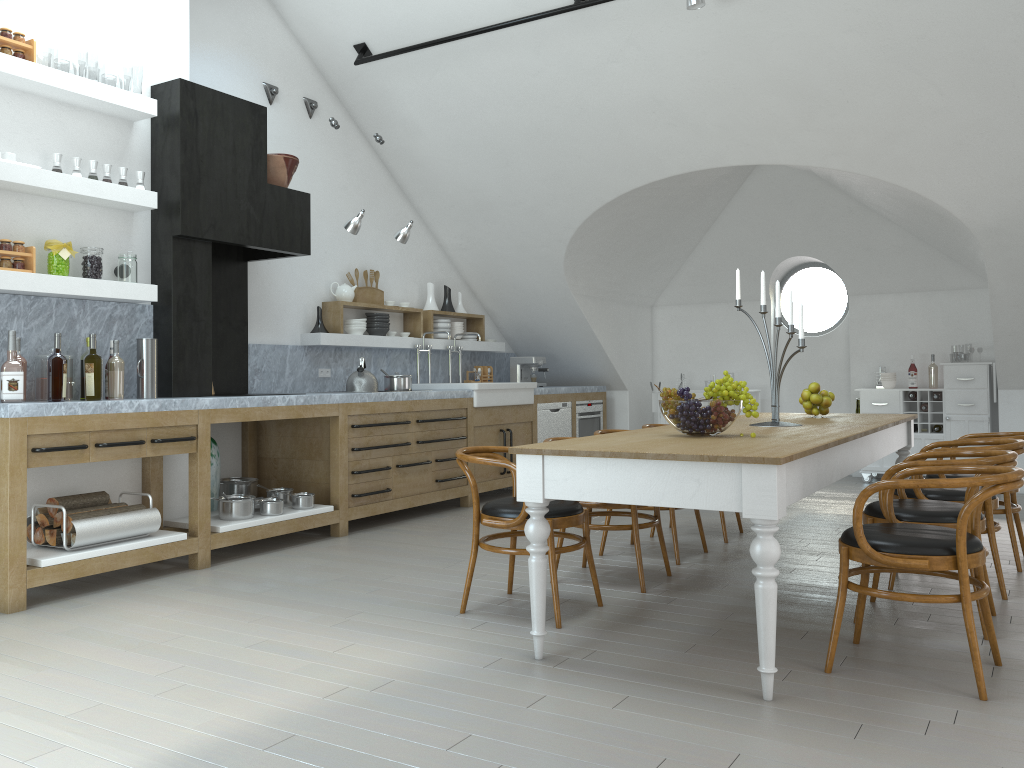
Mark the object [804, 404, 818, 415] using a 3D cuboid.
[{"bbox_3d":[1.823,0.151,5.403,0.080,0.074,0.078,-1,0,-14],"label":"object"}]

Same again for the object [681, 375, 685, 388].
[{"bbox_3d":[1.891,-0.029,9.799,0.039,0.164,0.024,-2,-2,44],"label":"object"}]

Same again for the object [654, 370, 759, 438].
[{"bbox_3d":[0.832,0.084,3.815,0.394,0.284,0.292,-1,0,-5],"label":"object"}]

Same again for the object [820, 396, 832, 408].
[{"bbox_3d":[1.882,0.109,5.315,0.071,0.072,0.070,-1,0,-4],"label":"object"}]

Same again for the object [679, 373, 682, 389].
[{"bbox_3d":[1.871,-0.031,9.828,0.039,0.175,0.054,-1,-1,31],"label":"object"}]

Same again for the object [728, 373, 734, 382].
[{"bbox_3d":[2.327,-0.026,9.400,0.063,0.187,0.063,-1,-1,17],"label":"object"}]

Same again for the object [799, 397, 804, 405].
[{"bbox_3d":[1.789,0.101,5.426,0.062,0.059,0.062,-1,-1,35],"label":"object"}]

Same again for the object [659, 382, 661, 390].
[{"bbox_3d":[1.605,0.109,9.697,0.029,0.269,0.088,0,-1,-32],"label":"object"}]

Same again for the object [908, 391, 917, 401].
[{"bbox_3d":[3.891,0.115,8.582,0.092,0.094,0.359,-1,0,32],"label":"object"}]

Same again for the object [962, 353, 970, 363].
[{"bbox_3d":[4.320,-0.246,8.426,0.071,0.099,0.071,-1,-1,40],"label":"object"}]

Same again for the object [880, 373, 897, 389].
[{"bbox_3d":[3.700,-0.032,8.709,0.158,0.160,0.154,0,-1,-31],"label":"object"}]

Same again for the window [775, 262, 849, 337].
[{"bbox_3d":[3.263,-0.911,9.597,0.899,0.900,0.060,-1,-1,31],"label":"window"}]

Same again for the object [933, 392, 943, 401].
[{"bbox_3d":[4.065,0.119,8.467,0.087,0.085,0.360,-1,0,31],"label":"object"}]

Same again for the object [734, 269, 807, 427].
[{"bbox_3d":[1.362,-0.222,4.655,0.265,0.875,0.774,-1,-1,5],"label":"object"}]

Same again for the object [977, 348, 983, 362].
[{"bbox_3d":[4.395,-0.271,8.322,0.046,0.143,0.046,-2,-2,43],"label":"object"}]

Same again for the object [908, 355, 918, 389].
[{"bbox_3d":[3.898,-0.118,8.620,0.081,0.330,0.081,-1,-1,27],"label":"object"}]

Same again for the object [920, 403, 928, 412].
[{"bbox_3d":[3.982,0.225,8.532,0.085,0.085,0.331,-1,0,31],"label":"object"}]

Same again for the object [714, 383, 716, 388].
[{"bbox_3d":[2.173,0.026,9.407,0.077,0.085,0.077,-1,-1,19],"label":"object"}]

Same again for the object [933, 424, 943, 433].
[{"bbox_3d":[4.067,0.423,8.466,0.081,0.081,0.358,-1,0,29],"label":"object"}]

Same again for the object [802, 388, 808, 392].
[{"bbox_3d":[1.815,0.056,5.449,0.062,0.059,0.062,-1,-1,32],"label":"object"}]

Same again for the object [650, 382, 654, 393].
[{"bbox_3d":[1.558,0.110,9.726,0.088,0.269,0.029,-1,-1,5],"label":"object"}]

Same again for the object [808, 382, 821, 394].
[{"bbox_3d":[1.833,0.025,5.371,0.072,0.074,0.072,-1,-1,31],"label":"object"}]

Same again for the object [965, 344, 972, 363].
[{"bbox_3d":[4.370,-0.291,8.479,0.063,0.187,0.063,-1,-1,17],"label":"object"}]

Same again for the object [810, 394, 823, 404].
[{"bbox_3d":[1.821,0.090,5.304,0.071,0.064,0.072,-1,0,25],"label":"object"}]

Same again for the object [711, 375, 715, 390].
[{"bbox_3d":[2.149,-0.016,9.469,0.048,0.169,0.048,-1,-1,19],"label":"object"}]

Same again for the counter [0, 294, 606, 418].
[{"bbox_3d":[-1.026,-0.188,7.149,0.961,0.620,6.574,-1,0,31],"label":"counter"}]

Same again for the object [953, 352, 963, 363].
[{"bbox_3d":[4.187,-0.247,8.321,0.082,0.105,0.081,0,-1,-20],"label":"object"}]

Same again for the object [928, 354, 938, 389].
[{"bbox_3d":[4.049,-0.120,8.521,0.085,0.331,0.085,0,-1,-10],"label":"object"}]

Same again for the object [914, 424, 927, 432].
[{"bbox_3d":[3.922,0.421,8.562,0.156,0.085,0.331,-1,0,32],"label":"object"}]

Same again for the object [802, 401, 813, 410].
[{"bbox_3d":[1.782,0.128,5.342,0.059,0.056,0.059,-1,0,26],"label":"object"}]

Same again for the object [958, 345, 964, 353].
[{"bbox_3d":[4.308,-0.287,8.495,0.054,0.179,0.054,-1,-1,25],"label":"object"}]

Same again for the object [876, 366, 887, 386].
[{"bbox_3d":[3.731,-0.079,8.953,0.115,0.209,0.065,-1,-1,34],"label":"object"}]

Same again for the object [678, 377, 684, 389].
[{"bbox_3d":[1.882,-0.016,9.824,0.097,0.137,0.029,-1,-1,35],"label":"object"}]

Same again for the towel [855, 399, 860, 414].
[{"bbox_3d":[3.499,0.243,8.944,0.049,0.204,0.150,-1,-1,32],"label":"towel"}]

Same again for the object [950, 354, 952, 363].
[{"bbox_3d":[4.237,-0.243,8.465,0.094,0.093,0.093,0,-1,-26],"label":"object"}]

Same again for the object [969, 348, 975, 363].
[{"bbox_3d":[4.322,-0.270,8.329,0.046,0.143,0.046,-2,-2,43],"label":"object"}]

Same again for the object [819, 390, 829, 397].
[{"bbox_3d":[1.883,0.064,5.349,0.053,0.057,0.058,0,-1,-44],"label":"object"}]

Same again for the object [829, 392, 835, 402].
[{"bbox_3d":[1.929,0.080,5.381,0.063,0.063,0.062,-1,0,-6],"label":"object"}]

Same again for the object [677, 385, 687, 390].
[{"bbox_3d":[1.877,0.004,9.818,0.101,0.138,0.067,-1,-1,31],"label":"object"}]

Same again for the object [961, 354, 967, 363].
[{"bbox_3d":[4.255,-0.238,8.374,0.077,0.085,0.077,-1,-1,39],"label":"object"}]

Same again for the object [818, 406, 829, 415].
[{"bbox_3d":[1.890,0.158,5.370,0.063,0.063,0.064,-1,-1,42],"label":"object"}]

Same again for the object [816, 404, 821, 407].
[{"bbox_3d":[1.890,0.103,5.423,0.076,0.076,0.077,-1,0,-2],"label":"object"}]

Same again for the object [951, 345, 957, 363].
[{"bbox_3d":[4.195,-0.280,8.403,0.048,0.169,0.048,0,-1,-26],"label":"object"}]

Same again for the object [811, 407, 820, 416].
[{"bbox_3d":[1.828,0.166,5.336,0.049,0.050,0.051,-1,-1,35],"label":"object"}]

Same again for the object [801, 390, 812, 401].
[{"bbox_3d":[1.784,0.073,5.368,0.066,0.071,0.072,-1,0,1],"label":"object"}]

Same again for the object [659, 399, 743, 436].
[{"bbox_3d":[0.818,0.147,3.839,0.360,0.160,0.360,-1,0,12],"label":"object"}]
